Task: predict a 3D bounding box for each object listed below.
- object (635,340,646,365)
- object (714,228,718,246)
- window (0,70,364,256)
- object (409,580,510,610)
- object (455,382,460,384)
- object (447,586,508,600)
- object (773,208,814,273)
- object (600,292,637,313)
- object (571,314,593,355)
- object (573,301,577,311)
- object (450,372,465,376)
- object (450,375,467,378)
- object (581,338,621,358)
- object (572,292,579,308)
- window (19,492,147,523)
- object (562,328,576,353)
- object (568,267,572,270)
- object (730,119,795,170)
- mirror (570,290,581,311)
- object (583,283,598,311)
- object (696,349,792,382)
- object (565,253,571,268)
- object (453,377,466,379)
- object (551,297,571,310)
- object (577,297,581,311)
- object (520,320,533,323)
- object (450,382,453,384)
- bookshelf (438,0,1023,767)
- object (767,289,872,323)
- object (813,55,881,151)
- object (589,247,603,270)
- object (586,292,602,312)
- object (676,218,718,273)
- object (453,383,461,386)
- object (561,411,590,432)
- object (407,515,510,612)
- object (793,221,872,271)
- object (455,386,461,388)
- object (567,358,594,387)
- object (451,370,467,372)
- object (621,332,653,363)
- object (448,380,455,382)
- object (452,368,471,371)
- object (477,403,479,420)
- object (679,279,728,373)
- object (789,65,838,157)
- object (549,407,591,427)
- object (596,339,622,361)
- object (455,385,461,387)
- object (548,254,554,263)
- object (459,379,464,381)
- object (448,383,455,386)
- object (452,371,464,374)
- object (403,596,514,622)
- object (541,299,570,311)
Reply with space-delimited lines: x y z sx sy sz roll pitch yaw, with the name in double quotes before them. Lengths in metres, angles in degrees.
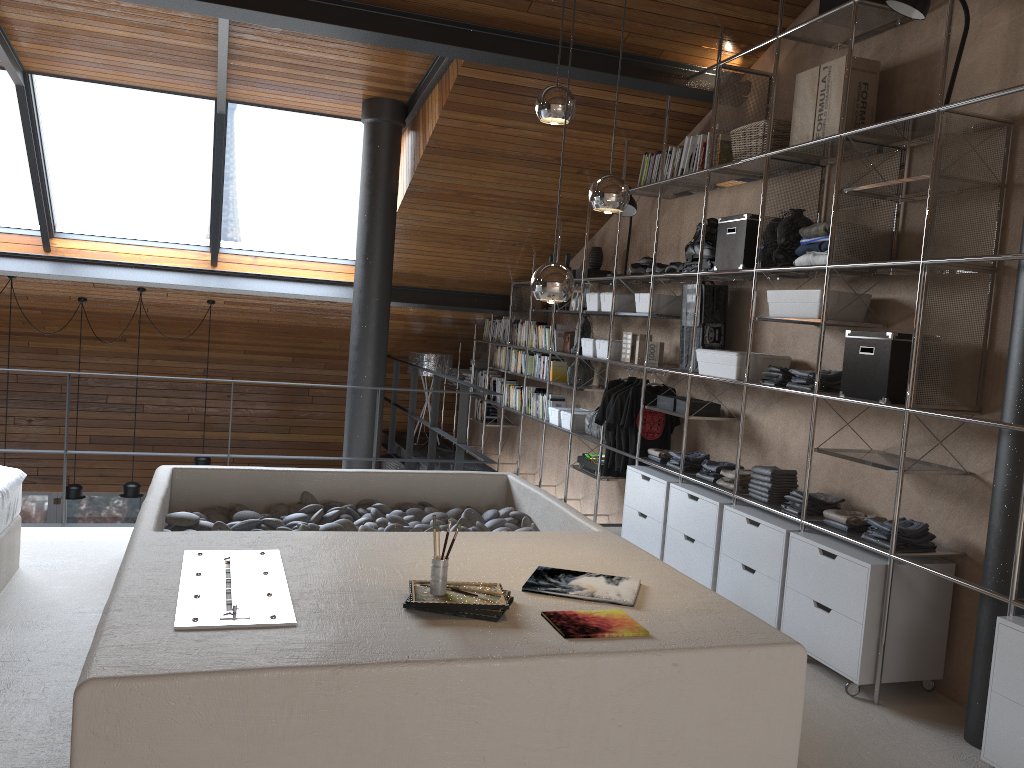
"object" 0.857 -0.205 5.829 0.074 0.156 0.078 4 4 -4
"object" 1.282 -0.819 5.335 0.174 0.342 0.416 3 4 -13
"window" -3.001 -1.739 6.994 3.818 1.031 1.213 3 4 -19
"object" -0.157 0.609 2.568 0.276 0.013 0.207 4 4 -8
"object" -0.531 -0.009 10.099 0.201 0.013 0.161 3 4 -19
"object" -0.132 0.607 2.580 0.232 0.010 0.064 6 4 18
"object" 1.432 -0.726 4.476 0.212 0.319 0.157 5 4 8
"object" 0.795 -0.571 6.281 0.295 0.136 0.228 3 4 -19
"object" 0.547 -0.374 6.900 0.157 0.339 0.229 5 4 8
"object" 0.493 -0.606 6.873 0.037 0.077 0.037 2 5 -33
"object" -0.608 -0.114 10.328 0.252 0.028 0.180 3 4 -19
"object" -0.607 -0.091 10.330 0.246 0.016 0.182 3 4 -19
"object" 0.681 -0.262 6.554 0.295 0.136 0.228 3 4 -19
"object" 0.516 -0.648 6.991 0.091 0.146 0.091 5 4 15
"window" -4.217 1.870 10.258 5.936 1.522 0.101 3 4 -19
"object" 0.488 -0.349 7.127 0.082 0.202 0.227 7 5 33
"object" 0.470 -0.904 7.312 0.029 0.117 0.086 5 4 6
"object" 1.351 -1.275 4.750 0.262 0.198 0.417 3 4 -18
"mirror" 0.541 -0.666 7.116 0.130 0.168 0.069 8 5 41
"object" 0.591 -0.664 6.805 0.062 0.219 0.157 3 4 -19
"object" 1.253 -0.102 4.843 0.343 0.147 0.445 3 4 -19
"object" 0.460 -1.024 7.349 0.029 0.114 0.084 4 4 -7
"object" -0.608 -0.075 10.331 0.246 0.016 0.182 3 4 -19
"object" 0.417 -0.713 7.348 0.197 0.220 0.102 2 5 -34
"object" 0.519 -0.619 6.828 0.037 0.114 0.037 2 5 -33
"object" 0.140 -0.470 8.188 0.146 0.240 0.023 3 4 -19
"object" -0.602 -0.007 10.356 0.216 0.013 0.161 3 4 -19
"bookshelf" 1.050 0.742 5.447 0.421 6.218 10.740 3 4 -19
"object" 1.469 -0.375 4.281 0.289 0.135 0.437 3 4 -19
"object" 1.567 -1.311 4.157 0.192 0.382 0.181 3 4 -19
"object" 0.646 -0.964 6.828 0.115 0.177 0.115 5 4 6
"object" 0.714 -0.594 6.527 0.295 0.136 0.228 3 4 -19
"object" 1.154 -0.819 5.273 0.174 0.342 0.416 3 4 -14
"object" -0.521 0.010 10.104 0.262 0.025 0.176 3 4 -19
"object" 0.545 0.290 6.872 0.295 0.136 0.228 3 4 -19
"object" -0.148 0.501 2.561 0.301 0.234 0.245 4 4 1
"object" 1.524 -0.656 4.192 0.250 0.229 0.306 3 4 -16
"object" -0.537 0.041 10.108 0.201 0.012 0.161 3 4 -19
"object" 0.546 -0.106 6.995 0.166 0.240 0.390 5 4 14
"object" -0.607 -0.157 10.341 0.246 0.016 0.182 3 4 -19
"object" 0.855 -0.247 6.054 0.142 0.205 0.196 3 4 -20
"object" -0.615 -0.033 10.350 0.243 0.012 0.159 3 4 -19
"object" -0.609 -0.174 10.351 0.246 0.016 0.182 3 4 -19
"object" -0.301 0.287 9.254 0.111 0.174 0.011 3 4 -19
"object" 1.151 -0.350 5.334 0.188 0.559 0.337 3 4 -14
"object" 1.508 -1.328 4.337 0.192 0.382 0.181 3 4 -19
"object" 0.461 0.265 7.126 0.295 0.136 0.228 3 4 -19
"object" 0.764 -0.238 6.303 0.295 0.136 0.228 3 4 -19
"object" -0.522 0.028 10.116 0.226 0.012 0.159 3 4 -19
"object" 0.334 -1.047 7.567 0.029 0.114 0.084 4 4 -11
"object" -0.538 -0.038 10.103 0.203 0.013 0.161 3 4 -19
"object" -0.617 0.010 10.352 0.234 0.025 0.176 3 4 -19
"object" -0.601 -0.138 10.345 0.233 0.021 0.174 3 4 -19
"object" -0.152 0.635 2.579 0.276 0.013 0.207 5 4 13
"object" 0.379 -0.733 7.546 0.278 0.222 0.138 6 4 27
